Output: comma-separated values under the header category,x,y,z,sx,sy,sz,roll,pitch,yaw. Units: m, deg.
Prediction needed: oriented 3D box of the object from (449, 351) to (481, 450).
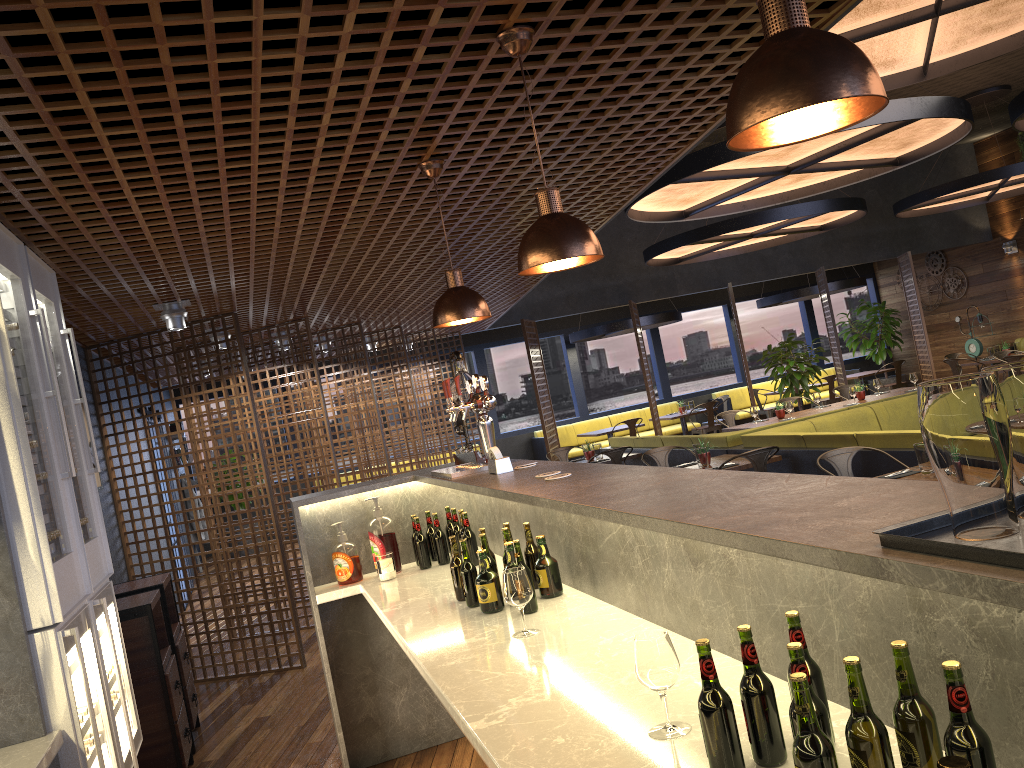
category,x,y,z,sx,sy,sz,roll,pitch,yaw
object,-0.312,0.254,5.935,0.263,0.944,0.566,-11,-1,-24

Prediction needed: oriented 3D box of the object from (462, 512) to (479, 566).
category,x,y,z,sx,sy,sz,roll,pitch,yaw
object,-0.200,0.728,4.170,0.063,0.254,0.063,-11,-1,-45

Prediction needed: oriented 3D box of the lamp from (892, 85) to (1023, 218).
category,x,y,z,sx,sy,sz,roll,pitch,yaw
lamp,6.717,-3.378,12.442,2.778,1.362,2.778,-12,-1,37

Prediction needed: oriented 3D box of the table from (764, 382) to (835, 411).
category,x,y,z,sx,sy,sz,roll,pitch,yaw
table,5.311,0.443,16.214,0.906,0.763,0.887,-11,-1,-17

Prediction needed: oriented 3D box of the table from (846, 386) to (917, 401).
category,x,y,z,sx,sy,sz,roll,pitch,yaw
table,4.888,0.479,11.095,0.906,0.763,0.887,-11,-1,-17

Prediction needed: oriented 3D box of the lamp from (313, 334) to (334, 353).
category,x,y,z,sx,sy,sz,roll,pitch,yaw
lamp,-2.065,-0.434,9.723,0.228,0.172,0.228,-11,-1,-17

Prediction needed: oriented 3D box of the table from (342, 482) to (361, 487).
category,x,y,z,sx,sy,sz,roll,pitch,yaw
table,-2.101,1.904,13.900,0.887,0.763,0.906,-11,-1,-17

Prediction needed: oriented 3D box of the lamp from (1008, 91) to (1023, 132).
category,x,y,z,sx,sy,sz,roll,pitch,yaw
lamp,5.019,-3.019,6.384,2.778,1.475,2.778,-12,-1,32

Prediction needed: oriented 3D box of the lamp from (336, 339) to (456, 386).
category,x,y,z,sx,sy,sz,roll,pitch,yaw
lamp,-2.047,-1.220,14.285,1.979,2.172,1.979,-11,-1,-11

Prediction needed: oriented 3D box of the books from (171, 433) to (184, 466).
category,x,y,z,sx,sy,sz,roll,pitch,yaw
books,-4.780,0.937,12.691,0.223,0.489,0.286,-11,-1,-26

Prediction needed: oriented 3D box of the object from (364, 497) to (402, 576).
category,x,y,z,sx,sy,sz,roll,pitch,yaw
object,-0.642,0.750,4.399,0.133,0.385,0.133,-12,-1,22

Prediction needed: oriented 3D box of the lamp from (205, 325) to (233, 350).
category,x,y,z,sx,sy,sz,roll,pitch,yaw
lamp,-2.435,-0.382,7.416,0.228,0.172,0.228,-11,-1,-17

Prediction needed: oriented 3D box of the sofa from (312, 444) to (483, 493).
category,x,y,z,sx,sy,sz,roll,pitch,yaw
sofa,-1.835,1.788,15.361,3.061,0.914,0.966,-11,-1,-17

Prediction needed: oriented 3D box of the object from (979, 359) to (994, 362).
category,x,y,z,sx,sy,sz,roll,pitch,yaw
object,7.231,-0.367,13.510,0.157,0.019,0.255,-11,-1,-17

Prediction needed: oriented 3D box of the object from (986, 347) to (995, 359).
category,x,y,z,sx,sy,sz,roll,pitch,yaw
object,7.349,-0.471,13.606,0.102,0.178,0.102,-11,-1,-31

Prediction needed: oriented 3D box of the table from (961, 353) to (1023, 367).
category,x,y,z,sx,sy,sz,roll,pitch,yaw
table,7.630,-0.046,13.550,0.887,0.763,0.906,-11,-1,-17

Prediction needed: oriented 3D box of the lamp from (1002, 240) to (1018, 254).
category,x,y,z,sx,sy,sz,roll,pitch,yaw
lamp,8.753,-2.401,15.647,0.189,0.215,0.215,-11,-1,-17

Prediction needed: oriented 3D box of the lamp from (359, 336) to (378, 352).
category,x,y,z,sx,sy,sz,roll,pitch,yaw
lamp,-1.735,-0.489,10.899,0.228,0.172,0.228,-11,-1,-17

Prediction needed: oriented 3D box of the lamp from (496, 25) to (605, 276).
category,x,y,z,sx,sy,sz,roll,pitch,yaw
lamp,0.074,-0.665,2.521,0.250,0.673,0.250,-11,-1,16

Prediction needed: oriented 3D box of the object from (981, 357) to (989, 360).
category,x,y,z,sx,sy,sz,roll,pitch,yaw
object,7.441,-0.405,13.875,0.255,0.019,0.157,-11,-1,-17

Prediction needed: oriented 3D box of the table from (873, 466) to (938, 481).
category,x,y,z,sx,sy,sz,roll,pitch,yaw
table,2.517,0.895,5.022,0.887,0.763,0.906,-11,-1,-17

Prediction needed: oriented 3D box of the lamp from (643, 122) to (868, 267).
category,x,y,z,sx,sy,sz,roll,pitch,yaw
lamp,2.934,-2.554,11.341,2.778,1.475,2.778,-11,-1,-17

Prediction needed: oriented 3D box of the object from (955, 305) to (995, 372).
category,x,y,z,sx,sy,sz,roll,pitch,yaw
object,8.585,-0.645,16.243,0.459,1.615,0.848,-11,-1,-17

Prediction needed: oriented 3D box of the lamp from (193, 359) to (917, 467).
category,x,y,z,sx,sy,sz,roll,pitch,yaw
lamp,1.408,0.167,9.656,9.057,2.714,3.017,-11,-1,-17

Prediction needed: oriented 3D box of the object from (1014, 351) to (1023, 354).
category,x,y,z,sx,sy,sz,roll,pitch,yaw
object,7.871,-0.494,13.630,0.157,0.019,0.255,-11,-1,-17

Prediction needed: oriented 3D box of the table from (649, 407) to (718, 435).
category,x,y,z,sx,sy,sz,roll,pitch,yaw
table,3.059,0.887,15.512,0.906,0.763,0.887,-11,-1,-17

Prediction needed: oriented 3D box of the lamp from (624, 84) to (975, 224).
category,x,y,z,sx,sy,sz,roll,pitch,yaw
lamp,2.173,-2.440,7.402,2.778,1.475,2.778,-11,-1,-13

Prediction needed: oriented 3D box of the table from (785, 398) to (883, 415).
category,x,y,z,sx,sy,sz,roll,pitch,yaw
table,4.041,0.646,10.825,0.906,0.763,0.887,-11,-1,-17

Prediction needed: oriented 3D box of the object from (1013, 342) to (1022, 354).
category,x,y,z,sx,sy,sz,roll,pitch,yaw
object,7.721,-0.546,13.535,0.102,0.178,0.102,-11,-1,19

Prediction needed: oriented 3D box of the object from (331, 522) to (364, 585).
category,x,y,z,sx,sy,sz,roll,pitch,yaw
object,-0.824,0.829,4.377,0.133,0.301,0.133,-11,-1,-11

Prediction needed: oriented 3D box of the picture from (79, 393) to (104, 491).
category,x,y,z,sx,sy,sz,roll,pitch,yaw
picture,-2.867,0.387,5.894,0.028,0.697,1.039,-11,-1,-17

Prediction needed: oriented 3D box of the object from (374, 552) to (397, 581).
category,x,y,z,sx,sy,sz,roll,pitch,yaw
object,-0.604,0.876,4.252,0.088,0.123,0.088,-11,-1,-11

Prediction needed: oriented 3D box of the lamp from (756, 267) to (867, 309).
category,x,y,z,sx,sy,sz,roll,pitch,yaw
lamp,5.387,-2.687,16.602,1.979,2.172,1.979,-11,-1,-32

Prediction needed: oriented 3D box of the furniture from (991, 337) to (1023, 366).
category,x,y,z,sx,sy,sz,roll,pitch,yaw
furniture,8.026,-0.213,12.580,3.378,0.916,4.755,-11,-1,-17

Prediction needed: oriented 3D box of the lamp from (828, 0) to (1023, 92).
category,x,y,z,sx,sy,sz,roll,pitch,yaw
lamp,2.379,-2.683,5.178,2.778,1.159,2.778,-12,-1,33

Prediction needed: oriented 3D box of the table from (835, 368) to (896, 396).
category,x,y,z,sx,sy,sz,roll,pitch,yaw
table,6.624,0.184,16.619,0.887,0.763,0.906,-11,-1,-17

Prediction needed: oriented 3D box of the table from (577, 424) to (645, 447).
category,x,y,z,sx,sy,sz,roll,pitch,yaw
table,1.745,1.146,15.099,0.887,0.763,0.906,-11,-1,-17

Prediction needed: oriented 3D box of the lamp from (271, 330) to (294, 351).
category,x,y,z,sx,sy,sz,roll,pitch,yaw
lamp,-2.213,-0.416,8.581,0.228,0.172,0.228,-11,-1,-17

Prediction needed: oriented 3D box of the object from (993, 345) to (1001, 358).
category,x,y,z,sx,sy,sz,roll,pitch,yaw
object,7.518,-0.503,13.739,0.102,0.178,0.102,-11,-1,19

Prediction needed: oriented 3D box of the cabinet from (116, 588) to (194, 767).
category,x,y,z,sx,sy,sz,roll,pitch,yaw
cabinet,-2.016,1.675,4.736,0.473,1.007,0.553,-11,-1,-17

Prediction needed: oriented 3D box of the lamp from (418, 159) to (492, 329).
category,x,y,z,sx,sy,sz,roll,pitch,yaw
lamp,-0.271,-0.585,3.677,0.250,0.673,0.250,-11,-1,16

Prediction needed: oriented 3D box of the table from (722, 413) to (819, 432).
category,x,y,z,sx,sy,sz,roll,pitch,yaw
table,3.191,0.813,10.560,0.906,0.763,0.887,-11,-1,-17

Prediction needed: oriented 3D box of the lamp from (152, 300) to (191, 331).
category,x,y,z,sx,sy,sz,roll,pitch,yaw
lamp,-2.215,-0.442,5.819,0.228,0.172,0.228,-11,-1,-17

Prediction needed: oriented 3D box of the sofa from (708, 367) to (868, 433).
category,x,y,z,sx,sy,sz,roll,pitch,yaw
sofa,5.543,0.334,17.660,3.061,0.914,0.966,-11,-1,-17

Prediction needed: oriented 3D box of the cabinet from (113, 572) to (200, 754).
category,x,y,z,sx,sy,sz,roll,pitch,yaw
cabinet,-2.214,1.721,5.401,0.473,1.007,0.553,-11,-1,-17

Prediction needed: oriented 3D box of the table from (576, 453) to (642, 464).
category,x,y,z,sx,sy,sz,roll,pitch,yaw
table,0.974,1.253,10.184,0.887,0.763,0.906,-11,-1,-17

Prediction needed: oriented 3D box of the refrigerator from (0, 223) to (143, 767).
category,x,y,z,sx,sy,sz,roll,pitch,yaw
refrigerator,-1.843,0.527,3.331,0.454,2.109,1.159,-11,-1,-17

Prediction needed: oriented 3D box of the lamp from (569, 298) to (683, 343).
category,x,y,z,sx,sy,sz,roll,pitch,yaw
lamp,1.777,-1.973,15.477,1.979,2.172,1.979,-12,-1,28

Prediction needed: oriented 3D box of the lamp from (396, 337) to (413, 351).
category,x,y,z,sx,sy,sz,roll,pitch,yaw
lamp,-1.432,-0.538,12.097,0.228,0.172,0.228,-11,-1,-17

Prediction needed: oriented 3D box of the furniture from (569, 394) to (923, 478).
category,x,y,z,sx,sy,sz,roll,pitch,yaw
furniture,4.303,0.489,7.978,4.895,0.914,7.462,-11,-1,-22

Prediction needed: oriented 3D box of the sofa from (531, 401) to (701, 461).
category,x,y,z,sx,sy,sz,roll,pitch,yaw
sofa,1.987,1.035,16.552,3.061,0.914,0.966,-11,-1,-17

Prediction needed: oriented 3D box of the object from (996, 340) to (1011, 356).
category,x,y,z,sx,sy,sz,roll,pitch,yaw
object,7.538,-0.556,13.546,0.238,0.271,0.260,-11,-1,5

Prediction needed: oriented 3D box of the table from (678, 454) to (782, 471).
category,x,y,z,sx,sy,sz,roll,pitch,yaw
table,1.748,1.074,7.604,0.887,0.763,0.906,-11,-1,-17

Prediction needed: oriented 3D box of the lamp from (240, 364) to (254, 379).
category,x,y,z,sx,sy,sz,roll,pitch,yaw
lamp,-3.378,-0.157,11.280,0.228,0.172,0.228,-11,-1,-17

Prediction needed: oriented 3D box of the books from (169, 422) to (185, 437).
category,x,y,z,sx,sy,sz,roll,pitch,yaw
books,-5.036,0.702,13.335,0.177,0.245,0.450,-11,-1,-17

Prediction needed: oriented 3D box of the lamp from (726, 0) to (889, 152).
category,x,y,z,sx,sy,sz,roll,pitch,yaw
lamp,0.403,-0.742,1.418,0.250,0.673,0.250,-11,-1,16
